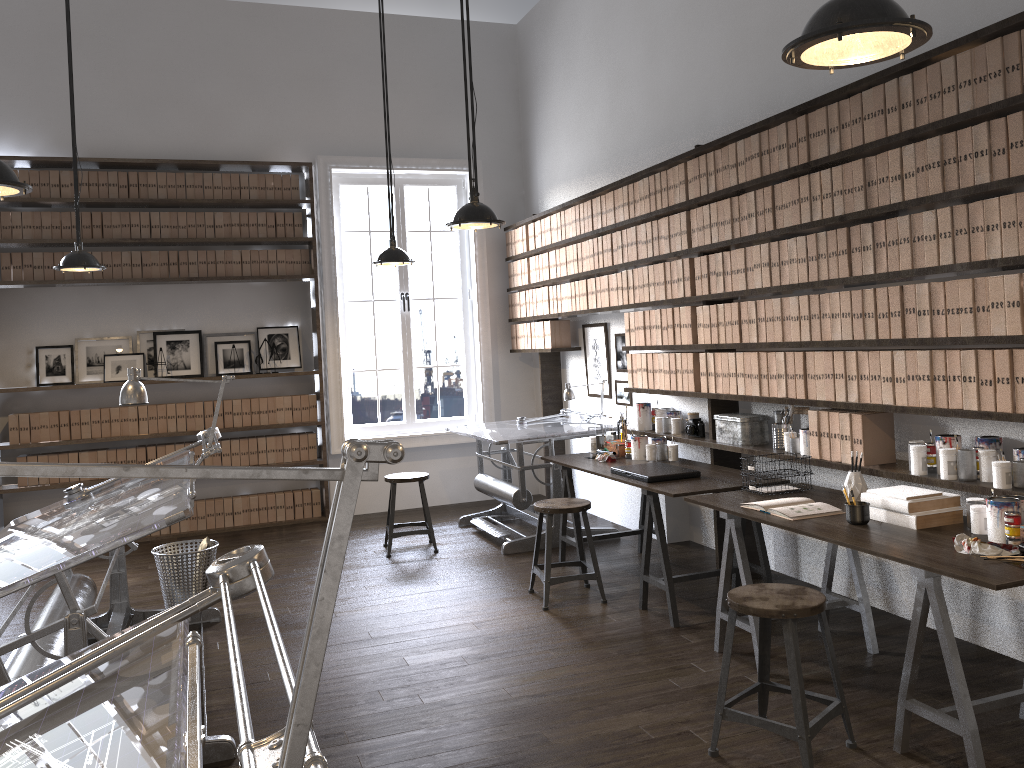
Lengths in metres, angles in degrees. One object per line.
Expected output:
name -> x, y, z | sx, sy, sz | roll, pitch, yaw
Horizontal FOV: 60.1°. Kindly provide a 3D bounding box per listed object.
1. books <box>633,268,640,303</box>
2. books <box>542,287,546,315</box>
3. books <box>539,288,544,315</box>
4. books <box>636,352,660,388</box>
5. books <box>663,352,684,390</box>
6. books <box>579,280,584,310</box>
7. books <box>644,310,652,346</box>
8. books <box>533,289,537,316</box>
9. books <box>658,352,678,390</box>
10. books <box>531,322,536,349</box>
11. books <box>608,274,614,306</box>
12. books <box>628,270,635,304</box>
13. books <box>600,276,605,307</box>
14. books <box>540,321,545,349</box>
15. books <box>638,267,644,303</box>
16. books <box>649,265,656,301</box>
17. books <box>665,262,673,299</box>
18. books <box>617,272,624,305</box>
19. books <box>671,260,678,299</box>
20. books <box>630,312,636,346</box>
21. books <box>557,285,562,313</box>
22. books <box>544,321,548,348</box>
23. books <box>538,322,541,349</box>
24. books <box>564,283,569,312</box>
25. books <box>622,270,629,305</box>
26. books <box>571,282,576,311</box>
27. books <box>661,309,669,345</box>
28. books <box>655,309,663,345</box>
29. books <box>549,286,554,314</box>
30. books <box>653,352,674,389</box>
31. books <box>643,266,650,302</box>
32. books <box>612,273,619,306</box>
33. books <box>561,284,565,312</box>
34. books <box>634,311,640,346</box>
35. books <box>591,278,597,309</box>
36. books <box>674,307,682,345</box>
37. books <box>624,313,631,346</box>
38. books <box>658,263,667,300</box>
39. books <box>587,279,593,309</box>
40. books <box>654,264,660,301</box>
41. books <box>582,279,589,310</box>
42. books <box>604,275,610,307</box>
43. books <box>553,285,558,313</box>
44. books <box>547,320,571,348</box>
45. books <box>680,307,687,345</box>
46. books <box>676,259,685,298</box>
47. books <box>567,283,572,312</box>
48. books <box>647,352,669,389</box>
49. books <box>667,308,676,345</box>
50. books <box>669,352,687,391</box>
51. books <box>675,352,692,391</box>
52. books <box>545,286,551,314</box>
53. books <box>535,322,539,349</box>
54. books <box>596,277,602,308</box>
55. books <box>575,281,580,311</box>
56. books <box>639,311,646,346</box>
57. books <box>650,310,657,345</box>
books -> 0.880, -0.636, 5.725 | 0.174, 0.226, 0.066 | -3, 0, -20
books -> 0.343, -0.678, 7.200 | 0.175, 0.225, 0.066 | -3, 0, -20
books -> 0.319, -0.680, 7.271 | 0.175, 0.226, 0.066 | -3, 0, -20
books -> 0.901, -0.089, 5.729 | 0.175, 0.225, 0.066 | -3, 0, -20
books -> 1.019, -0.079, 5.395 | 0.175, 0.226, 0.066 | -3, 0, -20
books -> 0.590, -0.652, 6.526 | 0.175, 0.225, 0.066 | -3, 0, -20
books -> 0.935, -0.356, 5.607 | 0.175, 0.226, 0.066 | -3, 0, -20
books -> 0.269, -0.684, 7.401 | 0.174, 0.226, 0.066 | -3, 0, -20
books -> 0.997, -0.081, 5.464 | 0.174, 0.226, 0.066 | -3, 0, -20
books -> 0.259, -0.409, 7.460 | 0.175, 0.226, 0.067 | -3, 0, -20
books -> 0.757, -0.639, 6.059 | 0.175, 0.225, 0.066 | -3, 0, -20
books -> 0.853, -0.638, 5.790 | 0.174, 0.226, 0.066 | -3, 0, -20
books -> 0.713, -0.642, 6.186 | 0.175, 0.226, 0.066 | -3, 0, -20
books -> 0.327, -0.403, 7.270 | 0.175, 0.226, 0.067 | -3, 0, -20
books -> 0.902, -0.634, 5.659 | 0.175, 0.226, 0.066 | -3, 0, -20
books -> 0.949, -0.630, 5.524 | 0.175, 0.225, 0.066 | -3, 0, -20
books -> 1.019, -0.625, 5.340 | 0.175, 0.226, 0.066 | -3, 0, -20
books -> 0.800, -0.635, 5.931 | 0.175, 0.226, 0.067 | -3, 0, -20
books -> 1.043, -0.623, 5.273 | 0.174, 0.226, 0.066 | -3, 0, -20
books -> 0.866, -0.361, 5.791 | 0.175, 0.225, 0.066 | -3, 0, -20
books -> 0.448, -0.663, 6.914 | 0.175, 0.226, 0.066 | -3, 0, -20
books -> 0.357, -0.402, 7.207 | 0.174, 0.226, 0.066 | -3, 0, -20
books -> 0.308, -0.405, 7.334 | 0.175, 0.225, 0.066 | -3, 0, -20
books -> 0.494, -0.659, 6.782 | 0.174, 0.226, 0.066 | -3, 0, -20
books -> 0.825, -0.640, 5.857 | 0.175, 0.226, 0.066 | -3, 0, -20
books -> 0.540, -0.655, 6.645 | 0.175, 0.226, 0.067 | -3, 0, -20
books -> 1.008, -0.350, 5.407 | 0.175, 0.226, 0.066 | -3, 0, -20
books -> 0.980, -0.352, 5.472 | 0.174, 0.226, 0.066 | -3, 0, -20
books -> 0.394, -0.667, 7.056 | 0.175, 0.225, 0.066 | -3, 0, -20
books -> 0.977, -0.083, 5.531 | 0.174, 0.226, 0.066 | -3, 0, -20
books -> 0.922, -0.632, 5.592 | 0.175, 0.226, 0.067 | -3, 0, -20
books -> 0.777, -0.637, 6.000 | 0.175, 0.225, 0.066 | -3, 0, -20
books -> 0.474, -0.661, 6.849 | 0.174, 0.226, 0.066 | -3, 0, -20
books -> 0.889, -0.359, 5.733 | 0.175, 0.225, 0.066 | -3, 0, -20
books -> 0.661, -0.646, 6.318 | 0.174, 0.226, 0.066 | -3, 0, -20
books -> 1.059, -0.346, 5.267 | 0.175, 0.225, 0.066 | -3, 0, -20
books -> 0.839, -0.363, 5.859 | 0.175, 0.226, 0.067 | -3, 0, -20
books -> 0.990, -0.626, 5.402 | 0.175, 0.226, 0.067 | -3, 0, -20
books -> 0.641, -0.648, 6.386 | 0.175, 0.226, 0.066 | -3, 0, -20
books -> 0.972, -0.629, 5.466 | 0.175, 0.225, 0.066 | -3, 0, -20
books -> 0.610, -0.650, 6.455 | 0.175, 0.226, 0.067 | -3, 0, -20
books -> 0.730, -0.640, 6.120 | 0.175, 0.226, 0.067 | -3, 0, -20
books -> 0.420, -0.665, 6.979 | 0.175, 0.226, 0.067 | -3, 0, -20
books -> 0.379, -0.400, 7.141 | 0.175, 0.226, 0.066 | -3, 0, -20
books -> 1.083, -0.344, 5.195 | 0.175, 0.225, 0.066 | -3, 0, -20
books -> 1.063, -0.621, 5.205 | 0.174, 0.226, 0.066 | -3, 0, -20
books -> 0.515, -0.657, 6.713 | 0.175, 0.226, 0.066 | -3, 0, -20
books -> 0.952, -0.085, 5.596 | 0.175, 0.226, 0.066 | -3, 0, -20
books -> 1.029, -0.348, 5.335 | 0.175, 0.226, 0.067 | -3, 0, -20
books -> 1.043, -0.077, 5.327 | 0.175, 0.226, 0.067 | -3, 0, -20
books -> 1.069, -0.076, 5.269 | 0.175, 0.225, 0.066 | -3, 0, -20
books -> 0.360, -0.676, 7.139 | 0.175, 0.226, 0.067 | -3, 0, -20
books -> 0.286, -0.407, 7.393 | 0.175, 0.225, 0.066 | -3, 0, -20
books -> 0.689, -0.644, 6.252 | 0.174, 0.226, 0.066 | -3, 0, -20
books -> 0.565, -0.654, 6.587 | 0.175, 0.225, 0.066 | -3, 0, -20
books -> 0.907, -0.357, 5.668 | 0.175, 0.226, 0.067 | -3, 0, -20
books -> 0.960, -0.354, 5.540 | 0.174, 0.226, 0.066 | -3, 0, -20
